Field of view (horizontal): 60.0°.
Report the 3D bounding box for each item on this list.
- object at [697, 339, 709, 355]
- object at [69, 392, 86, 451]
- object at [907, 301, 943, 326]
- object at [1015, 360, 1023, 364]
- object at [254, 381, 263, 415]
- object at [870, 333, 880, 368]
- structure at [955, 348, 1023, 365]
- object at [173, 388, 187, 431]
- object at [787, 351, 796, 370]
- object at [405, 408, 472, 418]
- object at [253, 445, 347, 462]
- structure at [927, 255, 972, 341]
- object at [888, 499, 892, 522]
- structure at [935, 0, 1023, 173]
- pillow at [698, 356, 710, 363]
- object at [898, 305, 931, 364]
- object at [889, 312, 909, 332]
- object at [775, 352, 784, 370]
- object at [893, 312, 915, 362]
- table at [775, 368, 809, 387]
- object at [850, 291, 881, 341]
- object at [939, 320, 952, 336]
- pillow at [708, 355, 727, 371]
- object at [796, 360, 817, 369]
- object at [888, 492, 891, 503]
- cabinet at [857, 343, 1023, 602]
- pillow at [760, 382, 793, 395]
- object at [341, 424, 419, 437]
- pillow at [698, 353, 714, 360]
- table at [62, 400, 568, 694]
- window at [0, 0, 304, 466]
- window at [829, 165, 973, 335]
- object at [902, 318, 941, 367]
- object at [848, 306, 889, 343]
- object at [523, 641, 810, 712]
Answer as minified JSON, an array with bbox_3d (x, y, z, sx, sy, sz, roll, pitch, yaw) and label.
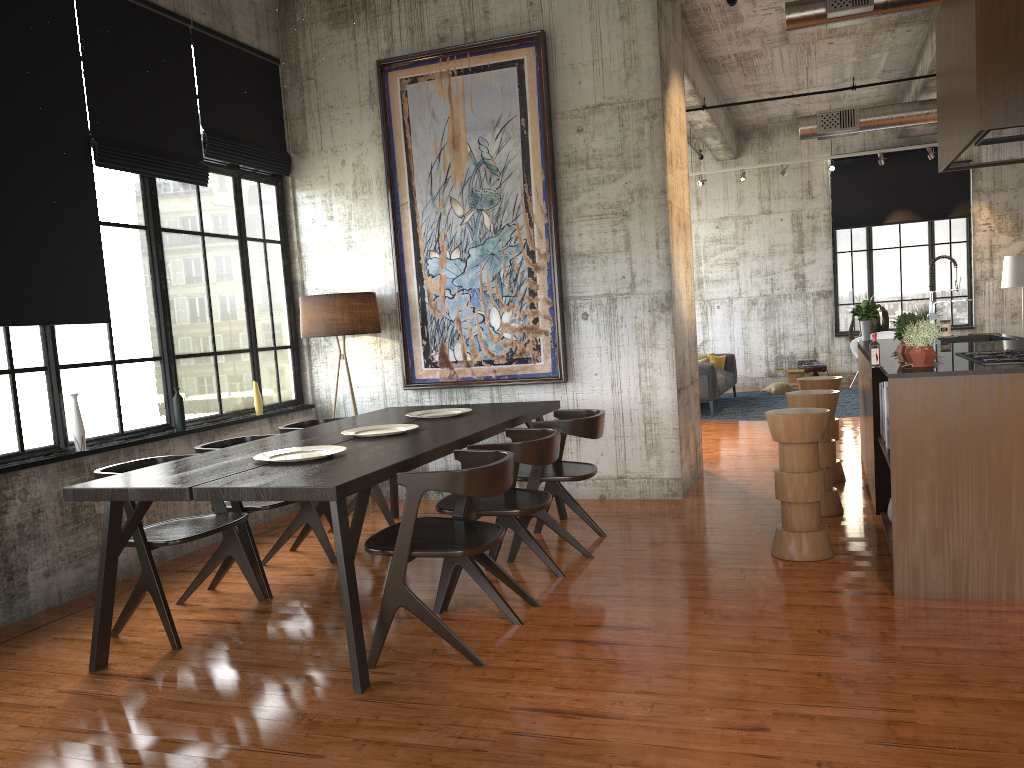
[{"bbox_3d":[1.502,-0.152,10.254,1.888,2.070,1.508,0,7,42],"label":"object"},{"bbox_3d":[-3.046,0.268,6.216,0.082,0.412,0.082,-6,6,-20],"label":"object"},{"bbox_3d":[4.022,-0.645,8.594,0.361,0.382,0.305,-8,6,-36],"label":"object"},{"bbox_3d":[2.887,-0.143,4.782,0.391,0.068,0.184,-6,5,-24],"label":"object"},{"bbox_3d":[-2.349,0.127,8.194,0.073,0.319,0.074,-6,6,-18],"label":"object"},{"bbox_3d":[2.196,-0.205,5.364,0.056,0.209,0.055,-2,6,19],"label":"object"},{"bbox_3d":[3.149,-0.180,5.398,0.678,0.019,1.093,-3,4,19],"label":"structure"},{"bbox_3d":[-2.701,0.206,7.191,0.080,0.353,0.080,-9,7,-39],"label":"object"},{"bbox_3d":[5.590,-0.468,17.718,0.163,0.362,0.162,-2,6,22],"label":"object"},{"bbox_3d":[-0.573,0.232,6.965,0.527,0.025,0.525,-2,5,30],"label":"object"},{"bbox_3d":[-1.219,0.407,5.110,0.527,0.025,0.525,-2,5,30],"label":"object"},{"bbox_3d":[3.862,-0.768,7.833,0.361,0.752,0.167,-2,6,19],"label":"structure"},{"bbox_3d":[2.703,0.857,6.148,0.181,0.244,0.181,-6,6,-23],"label":"object"},{"bbox_3d":[2.968,-1.970,5.225,0.663,1.129,1.623,-2,5,19],"label":"structure"},{"bbox_3d":[2.998,-0.223,14.290,0.537,0.447,0.259,-2,6,27],"label":"pillow"},{"bbox_3d":[2.451,-0.307,5.415,0.186,0.368,0.196,-7,6,-31],"label":"object"},{"bbox_3d":[3.844,-0.577,8.689,0.231,0.258,0.236,-7,6,-32],"label":"object"},{"bbox_3d":[5.371,-0.458,17.795,0.163,0.362,0.162,-2,6,17],"label":"object"},{"bbox_3d":[2.526,-0.301,5.648,0.179,0.312,0.172,-2,6,25],"label":"object"},{"bbox_3d":[5.764,-0.128,17.813,0.875,0.360,0.473,-3,5,19],"label":"table"},{"bbox_3d":[3.492,-0.676,8.745,0.303,0.504,0.268,-7,6,-28],"label":"object"},{"bbox_3d":[4.171,-0.539,8.532,0.107,0.158,0.107,-8,6,-35],"label":"object"},{"bbox_3d":[3.727,-0.385,16.134,0.434,0.320,0.168,-5,5,-6],"label":"pillow"},{"bbox_3d":[5.890,-0.387,17.712,0.424,0.153,0.380,-3,4,19],"label":"object"},{"bbox_3d":[2.824,0.848,6.385,0.216,0.128,0.217,-3,5,15],"label":"object"},{"bbox_3d":[3.403,0.369,6.754,1.245,1.247,4.346,-2,4,19],"label":"cabinet"},{"bbox_3d":[5.020,0.084,16.715,0.503,0.248,0.480,-5,4,-14],"label":"pillow"},{"bbox_3d":[-0.896,0.320,6.038,0.527,0.025,0.525,-2,5,30],"label":"object"},{"bbox_3d":[3.425,-0.392,16.270,0.537,0.447,0.259,-2,6,27],"label":"pillow"},{"bbox_3d":[-0.921,0.838,6.086,1.639,1.009,3.690,-2,4,19],"label":"table"},{"bbox_3d":[-2.867,-1.287,7.135,0.050,3.446,3.799,-2,5,19],"label":"window"},{"bbox_3d":[7.600,-2.714,17.350,2.580,3.446,0.050,-2,6,19],"label":"window"},{"bbox_3d":[2.396,-0.245,5.188,0.221,0.284,0.210,-1,6,28],"label":"object"},{"bbox_3d":[6.935,-0.842,17.218,0.728,1.300,0.454,-1,6,31],"label":"object"},{"bbox_3d":[2.699,0.614,8.307,8.772,0.659,20.765,-3,4,19],"label":"object"}]
